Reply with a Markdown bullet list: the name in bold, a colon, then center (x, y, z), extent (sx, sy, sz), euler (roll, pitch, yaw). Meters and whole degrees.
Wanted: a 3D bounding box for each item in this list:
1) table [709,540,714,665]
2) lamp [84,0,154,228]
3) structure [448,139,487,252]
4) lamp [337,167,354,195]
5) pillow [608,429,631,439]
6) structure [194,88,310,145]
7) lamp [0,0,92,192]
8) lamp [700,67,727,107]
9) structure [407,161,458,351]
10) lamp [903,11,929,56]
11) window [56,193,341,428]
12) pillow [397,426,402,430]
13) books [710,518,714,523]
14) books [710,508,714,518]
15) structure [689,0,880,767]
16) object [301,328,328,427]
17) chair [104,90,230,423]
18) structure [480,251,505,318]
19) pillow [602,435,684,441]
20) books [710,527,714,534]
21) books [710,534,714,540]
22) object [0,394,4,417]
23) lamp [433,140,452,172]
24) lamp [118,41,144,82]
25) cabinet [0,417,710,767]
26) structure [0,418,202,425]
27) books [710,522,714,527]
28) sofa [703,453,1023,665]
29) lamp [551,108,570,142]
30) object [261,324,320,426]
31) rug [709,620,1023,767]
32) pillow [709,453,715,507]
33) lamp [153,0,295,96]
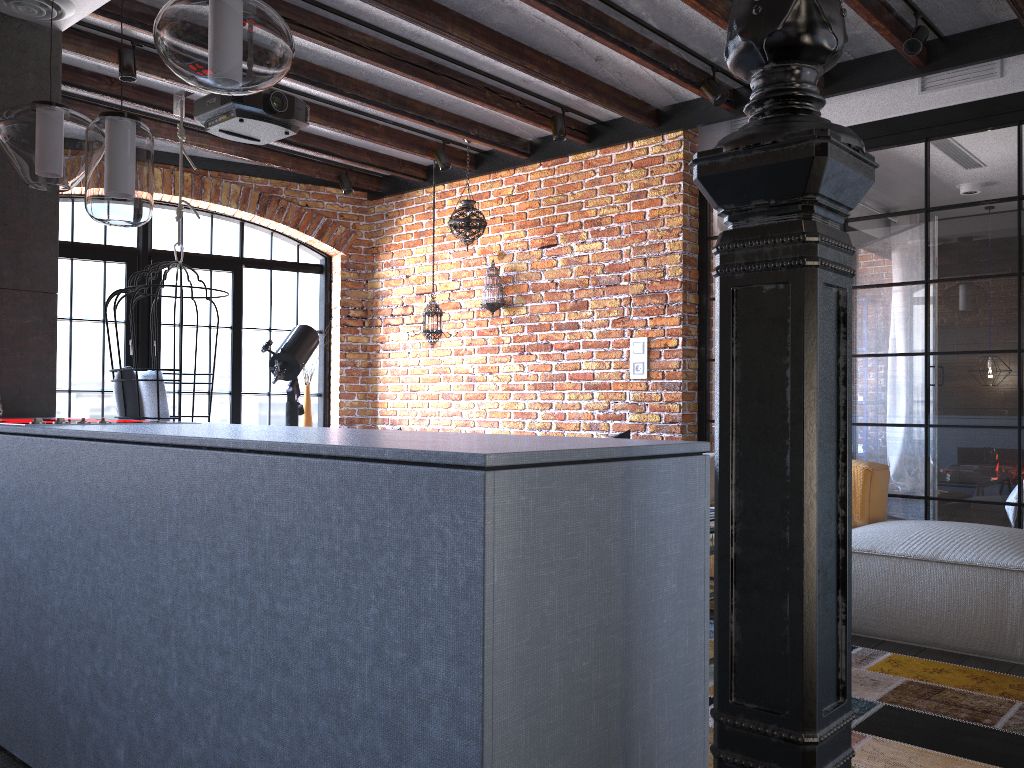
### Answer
- **table**: center (0.470, 0.774, 3.440), extent (0.848, 0.388, 0.842), euler (-1, -2, 41)
- **lamp**: center (-1.222, -0.975, 2.776), extent (0.195, 0.955, 0.198), euler (1, -1, -19)
- **structure**: center (-0.302, -1.296, 6.078), extent (0.265, 0.779, 0.273), euler (1, -1, -9)
- **lamp**: center (-1.274, -1.552, 6.782), extent (0.134, 0.208, 0.093), euler (0, -1, 17)
- **pillow**: center (0.470, 0.461, 5.231), extent (0.510, 0.400, 0.263), euler (0, -1, 36)
- **structure**: center (-1.221, -1.579, 4.156), extent (0.464, 0.816, 0.409), euler (0, -1, 41)
- **lamp**: center (-1.651, -1.073, 3.172), extent (0.367, 0.747, 0.367), euler (0, -1, 5)
- **lamp**: center (1.077, -1.580, 4.727), extent (0.150, 0.210, 0.094), euler (-1, -1, 43)
- **structure**: center (-0.566, -0.958, 6.396), extent (0.338, 1.437, 0.389), euler (0, -1, 42)
- **lamp**: center (1.840, -1.591, 4.040), extent (0.082, 0.207, 0.159), euler (0, -1, 41)
- **window**: center (-2.776, -0.441, 6.669), extent (3.293, 2.233, 0.177), euler (1, -1, -31)
- **pillow**: center (-0.661, 0.426, 4.493), extent (0.238, 0.417, 0.538), euler (0, -1, 31)
- **books**: center (0.708, 0.511, 3.411), extent (0.196, 0.014, 0.268), euler (-1, -2, 40)
- **books**: center (0.709, 0.495, 3.411), extent (0.268, 0.014, 0.196), euler (1, -2, -37)
- **structure**: center (1.898, -0.158, 5.005), extent (0.481, 2.393, 8.515), euler (0, -1, 22)
- **object**: center (-1.569, 0.014, 7.055), extent (0.270, 1.053, 0.299), euler (1, -1, -28)
- **chair**: center (-2.020, -0.606, 5.227), extent (0.682, 2.220, 0.802), euler (1, -1, -3)
- **structure**: center (-0.135, -0.710, 6.269), extent (0.169, 0.482, 0.169), euler (0, -1, 41)
- **pillow**: center (0.689, 0.472, 4.966), extent (0.495, 0.354, 0.293), euler (0, -1, 27)
- **books**: center (0.711, 0.550, 3.408), extent (0.251, 0.023, 0.209), euler (1, -2, -29)
- **books**: center (0.710, 0.573, 3.407), extent (0.247, 0.024, 0.209), euler (1, -2, -29)
- **object**: center (-1.957, 0.060, 3.340), extent (0.069, 0.135, 0.069), euler (0, -1, 21)
- **lamp**: center (-0.479, -1.562, 6.079), extent (0.134, 0.208, 0.090), euler (0, -1, 9)
- **lamp**: center (-1.918, -1.621, 4.451), extent (0.116, 0.188, 0.083), euler (0, -1, 4)
- **cabinet**: center (-0.949, 0.535, 2.376), extent (2.960, 0.844, 0.607), euler (-1, -2, 41)
- **structure**: center (-1.401, 0.128, 2.775), extent (0.763, 0.057, 0.504), euler (-1, -2, 41)
- **books**: center (0.700, 0.529, 3.429), extent (0.239, 0.023, 0.190), euler (1, -1, -14)
- **sofa**: center (0.526, 0.679, 4.046), extent (3.301, 0.697, 2.536), euler (-1, -2, 41)
- **lamp**: center (0.291, -1.578, 5.402), extent (0.113, 0.194, 0.085), euler (0, -1, 12)
- **object**: center (-1.595, 0.301, 6.137), extent (0.570, 1.471, 0.616), euler (1, -1, -22)
- **rug**: center (0.560, 0.975, 3.037), extent (2.364, 0.013, 1.432), euler (-1, -2, 41)
- **pillow**: center (0.920, 0.496, 4.671), extent (0.485, 0.314, 0.358), euler (1, -1, -6)
- **lamp**: center (-0.773, -1.125, 2.401), extent (0.364, 0.665, 0.364), euler (0, -1, 24)
